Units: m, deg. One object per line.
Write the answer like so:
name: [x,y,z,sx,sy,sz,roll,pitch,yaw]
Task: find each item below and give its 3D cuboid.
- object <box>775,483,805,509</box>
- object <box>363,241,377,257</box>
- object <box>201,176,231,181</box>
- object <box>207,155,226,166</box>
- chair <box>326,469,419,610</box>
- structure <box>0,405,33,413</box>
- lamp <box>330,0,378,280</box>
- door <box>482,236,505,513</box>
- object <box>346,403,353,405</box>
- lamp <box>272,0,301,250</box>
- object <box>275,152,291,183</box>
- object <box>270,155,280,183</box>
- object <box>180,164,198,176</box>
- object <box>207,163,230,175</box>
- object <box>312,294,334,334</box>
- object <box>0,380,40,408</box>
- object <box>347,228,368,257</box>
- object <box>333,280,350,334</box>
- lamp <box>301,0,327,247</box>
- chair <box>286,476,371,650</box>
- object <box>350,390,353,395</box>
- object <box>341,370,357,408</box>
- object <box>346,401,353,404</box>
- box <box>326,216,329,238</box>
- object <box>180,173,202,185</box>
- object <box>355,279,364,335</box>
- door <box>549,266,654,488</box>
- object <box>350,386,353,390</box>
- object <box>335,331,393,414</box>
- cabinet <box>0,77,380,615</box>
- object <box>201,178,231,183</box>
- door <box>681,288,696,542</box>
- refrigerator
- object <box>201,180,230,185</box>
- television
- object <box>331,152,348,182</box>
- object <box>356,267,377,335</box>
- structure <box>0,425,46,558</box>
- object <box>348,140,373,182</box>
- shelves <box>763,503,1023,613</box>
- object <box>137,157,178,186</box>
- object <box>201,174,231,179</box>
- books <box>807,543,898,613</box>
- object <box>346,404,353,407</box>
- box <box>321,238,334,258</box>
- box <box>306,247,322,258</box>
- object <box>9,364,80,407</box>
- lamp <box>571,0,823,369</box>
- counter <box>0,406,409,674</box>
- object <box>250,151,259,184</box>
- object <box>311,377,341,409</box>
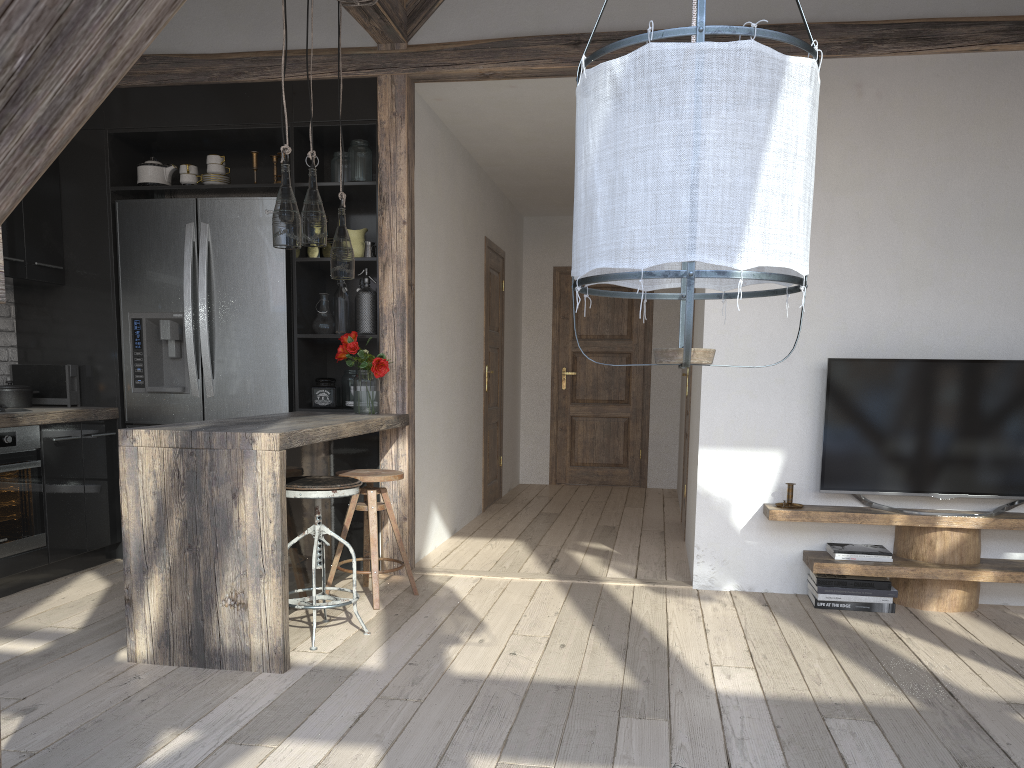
object: [1.325,0.531,4.195,0.139,0.114,0.138,0,4,-8]
object: [-0.728,-0.693,4.550,0.093,0.097,0.074,2,5,10]
object: [-1.554,-1.067,4.621,0.148,0.026,0.148,0,1,-39]
object: [-1.544,-1.156,4.607,0.106,0.068,0.093,1,3,-5]
chair: [-0.665,0.711,4.129,0.339,0.604,0.338,4,7,29]
structure: [-2.591,0.117,3.968,0.496,0.032,0.600,1,1,9]
lamp: [-0.698,-1.147,3.867,0.225,1.360,0.107,2,8,11]
door: [-0.145,-0.054,7.033,0.082,2.099,0.830,2,7,9]
object: [-0.787,0.114,4.742,0.214,0.025,0.213,0,1,-23]
lamp: [-0.795,-1.169,3.273,0.225,1.306,0.107,2,8,11]
object: [-1.172,-1.112,4.528,0.096,0.174,0.095,-1,6,-17]
object: [-1.239,-1.114,4.610,0.061,0.175,0.061,6,9,38]
object: [-1.700,-1.114,4.640,0.105,0.068,0.093,3,4,37]
object: [-1.549,-1.111,4.618,0.094,0.068,0.105,2,3,20]
object: [-1.009,-0.372,4.734,0.132,0.223,0.131,3,6,21]
object: [-2.621,0.053,4.599,0.209,0.142,0.245,1,2,8]
object: [-0.832,-0.733,4.622,0.149,0.172,0.134,0,5,-5]
object: [-0.896,-0.409,4.629,0.086,0.306,0.084,1,7,1]
lamp: [-0.755,-1.197,3.555,0.239,1.255,0.107,4,8,21]
chair: [-0.775,0.697,3.526,0.351,0.645,0.351,6,8,43]
object: [-0.787,0.074,4.736,0.162,0.086,0.161,2,2,23]
object: [-0.883,0.026,4.887,0.125,0.209,0.123,0,6,-4]
object: [-0.787,0.107,4.741,0.214,0.025,0.213,0,1,-28]
box: [-1.004,-0.819,4.619,0.083,0.115,0.082,0,5,-11]
object: [-1.700,-1.068,4.653,0.106,0.068,0.093,-1,3,-28]
object: [-0.802,-0.409,4.729,0.085,0.306,0.085,-4,9,-34]
door: [0.837,-0.055,8.318,0.940,2.099,0.080,2,8,9]
object: [-0.787,0.055,4.734,0.162,0.086,0.161,2,2,23]
object: [-0.739,-0.057,4.432,0.310,0.420,0.250,6,8,42]
cabinet: [-1.975,-0.253,3.024,2.091,2.537,4.175,2,3,9]
object: [-1.554,-1.056,4.623,0.148,0.026,0.148,0,1,-39]
door: [1.200,-0.022,5.954,0.082,2.099,0.830,2,7,9]
refrigerator: [-1.581,0.002,5.030,0.943,1.948,0.840,2,7,9]
object: [-1.555,-1.044,4.625,0.148,0.023,0.148,1,1,36]
television: [2.003,0.243,4.044,1.102,0.716,0.204,1,7,9]
object: [-0.879,-1.109,4.581,0.125,0.175,0.125,-4,7,-41]
object: [-0.756,-0.431,4.586,0.108,0.355,0.108,7,9,39]
structure: [-2.576,0.492,4.016,0.583,0.597,0.581,2,4,9]
object: [-0.772,-1.123,4.471,0.125,0.209,0.123,2,6,14]
shelves: [1.998,0.826,4.077,1.601,0.457,0.327,1,5,9]
object: [-1.912,-1.126,4.721,0.185,0.177,0.206,-3,5,-40]
object: [-1.554,-1.079,4.620,0.148,0.026,0.148,0,1,-39]
books: [1.602,0.910,4.155,0.359,0.268,0.287,1,4,9]
object: [-0.787,0.122,4.743,0.214,0.025,0.213,0,1,-33]
box: [-0.951,-0.706,4.634,0.082,0.115,0.082,3,6,19]
box: [-1.037,-0.707,4.652,0.083,0.115,0.082,2,5,9]
object: [-2.540,0.008,4.786,0.351,0.230,0.087,1,7,9]
lamp: [0.318,-0.979,1.446,0.398,1.921,0.403,-5,10,-39]
counter: [-1.950,0.582,2.926,2.240,0.862,3.778,1,1,9]
object: [-1.329,-1.112,4.552,0.059,0.170,0.058,0,7,-6]
object: [-0.999,0.047,4.727,0.134,0.167,0.132,1,5,-1]
